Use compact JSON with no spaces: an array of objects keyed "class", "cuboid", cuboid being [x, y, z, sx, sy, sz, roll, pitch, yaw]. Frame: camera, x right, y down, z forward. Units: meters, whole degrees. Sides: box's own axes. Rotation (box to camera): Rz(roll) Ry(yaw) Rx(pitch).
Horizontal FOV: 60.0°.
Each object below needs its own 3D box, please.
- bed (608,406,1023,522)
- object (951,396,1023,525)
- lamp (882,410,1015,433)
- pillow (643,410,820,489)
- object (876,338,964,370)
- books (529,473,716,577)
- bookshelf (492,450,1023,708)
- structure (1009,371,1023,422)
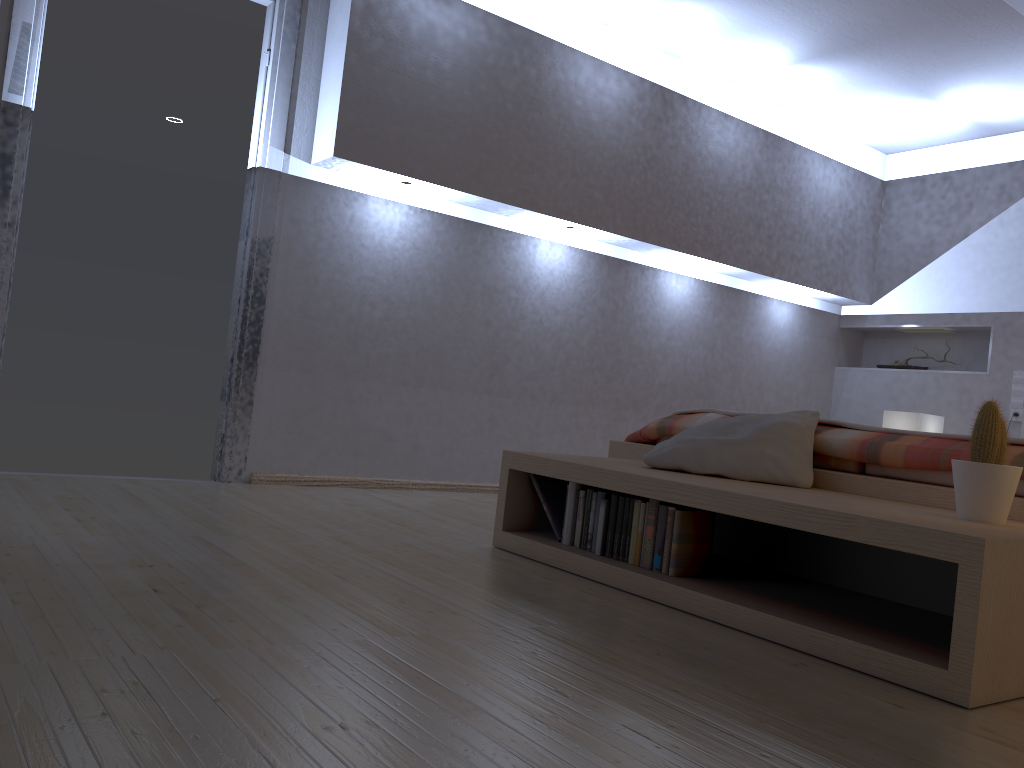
[{"class":"bed","cuboid":[2.156,0.276,3.447,3.009,0.994,2.087,7,-2,-36]},{"class":"object","cuboid":[1.075,0.172,2.006,0.144,0.294,0.144,7,-1,-11]},{"class":"lamp","cuboid":[2.478,0.391,5.152,0.684,0.515,0.318,7,-1,-7]},{"class":"pillow","cuboid":[0.693,0.175,2.782,0.498,0.241,0.470,6,-1,19]},{"class":"object","cuboid":[2.640,-0.199,5.722,0.183,0.242,0.589,7,-2,-37]},{"class":"books","cuboid":[0.282,0.391,2.576,0.157,0.193,0.652,7,-2,-36]},{"class":"bookshelf","cuboid":[0.649,0.425,2.372,0.643,0.303,1.495,7,-2,-36]},{"class":"structure","cuboid":[2.895,0.070,5.063,0.034,0.286,0.077,7,-2,-36]}]
